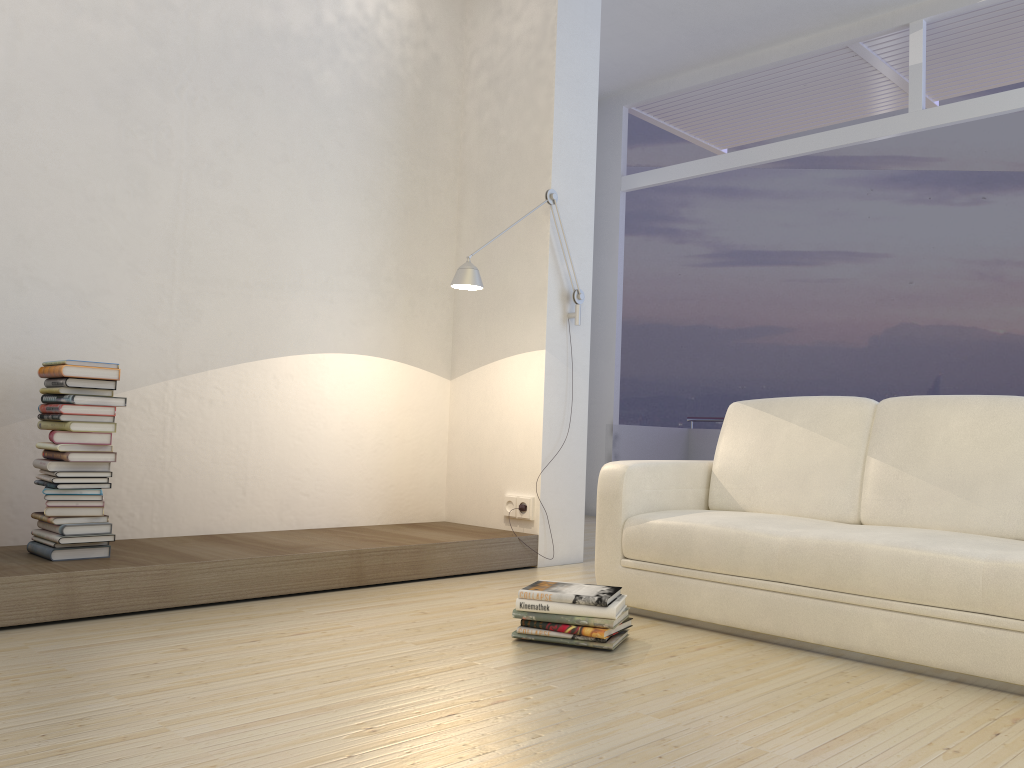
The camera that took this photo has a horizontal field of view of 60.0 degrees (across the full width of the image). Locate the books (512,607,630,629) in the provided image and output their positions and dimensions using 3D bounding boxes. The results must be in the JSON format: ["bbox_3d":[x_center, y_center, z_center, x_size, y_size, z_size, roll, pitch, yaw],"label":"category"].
[{"bbox_3d":[0.197,0.744,2.884,0.328,0.027,0.247,1,-4,20],"label":"books"}]

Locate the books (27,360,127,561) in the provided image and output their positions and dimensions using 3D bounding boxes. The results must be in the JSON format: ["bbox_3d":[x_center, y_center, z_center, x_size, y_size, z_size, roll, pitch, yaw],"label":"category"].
[{"bbox_3d":[-1.569,0.269,3.217,0.329,0.694,0.270,-1,-5,45],"label":"books"}]

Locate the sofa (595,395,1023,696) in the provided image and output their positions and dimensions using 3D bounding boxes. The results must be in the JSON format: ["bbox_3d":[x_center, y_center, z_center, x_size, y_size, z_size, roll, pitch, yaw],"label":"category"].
[{"bbox_3d":[1.413,0.451,3.012,2.166,0.862,0.941,-1,-5,45],"label":"sofa"}]

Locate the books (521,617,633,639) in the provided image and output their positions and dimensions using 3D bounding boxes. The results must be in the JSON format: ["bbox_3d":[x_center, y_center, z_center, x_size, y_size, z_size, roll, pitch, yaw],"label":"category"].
[{"bbox_3d":[0.213,0.772,2.874,0.287,0.025,0.247,0,-4,29],"label":"books"}]

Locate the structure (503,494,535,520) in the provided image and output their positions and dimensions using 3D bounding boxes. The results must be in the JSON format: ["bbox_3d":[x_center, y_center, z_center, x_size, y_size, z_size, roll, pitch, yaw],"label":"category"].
[{"bbox_3d":[0.031,0.624,4.497,0.206,0.114,0.028,-1,-5,45],"label":"structure"}]

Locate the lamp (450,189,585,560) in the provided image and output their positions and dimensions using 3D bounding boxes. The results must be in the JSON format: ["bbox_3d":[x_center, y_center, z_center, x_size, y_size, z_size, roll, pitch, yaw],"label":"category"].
[{"bbox_3d":[0.003,-0.064,4.279,0.204,1.841,0.891,-1,-4,40],"label":"lamp"}]

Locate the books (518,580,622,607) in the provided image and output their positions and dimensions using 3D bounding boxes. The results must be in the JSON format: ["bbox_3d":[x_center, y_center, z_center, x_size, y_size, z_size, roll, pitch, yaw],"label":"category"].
[{"bbox_3d":[0.194,0.681,2.890,0.287,0.025,0.247,1,-3,18],"label":"books"}]

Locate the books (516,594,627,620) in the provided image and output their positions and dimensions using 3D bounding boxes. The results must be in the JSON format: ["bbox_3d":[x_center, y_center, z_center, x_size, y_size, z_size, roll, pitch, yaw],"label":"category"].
[{"bbox_3d":[0.198,0.712,2.886,0.319,0.038,0.247,1,-3,16],"label":"books"}]

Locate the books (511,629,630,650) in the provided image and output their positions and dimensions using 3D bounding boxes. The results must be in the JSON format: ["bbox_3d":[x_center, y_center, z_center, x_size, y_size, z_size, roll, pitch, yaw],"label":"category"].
[{"bbox_3d":[0.194,0.811,2.881,0.328,0.018,0.247,1,-4,20],"label":"books"}]

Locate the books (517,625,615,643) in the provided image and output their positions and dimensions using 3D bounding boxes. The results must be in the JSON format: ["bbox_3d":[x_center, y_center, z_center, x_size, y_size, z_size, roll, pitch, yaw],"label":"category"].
[{"bbox_3d":[0.189,0.793,2.884,0.287,0.018,0.247,1,-3,18],"label":"books"}]
